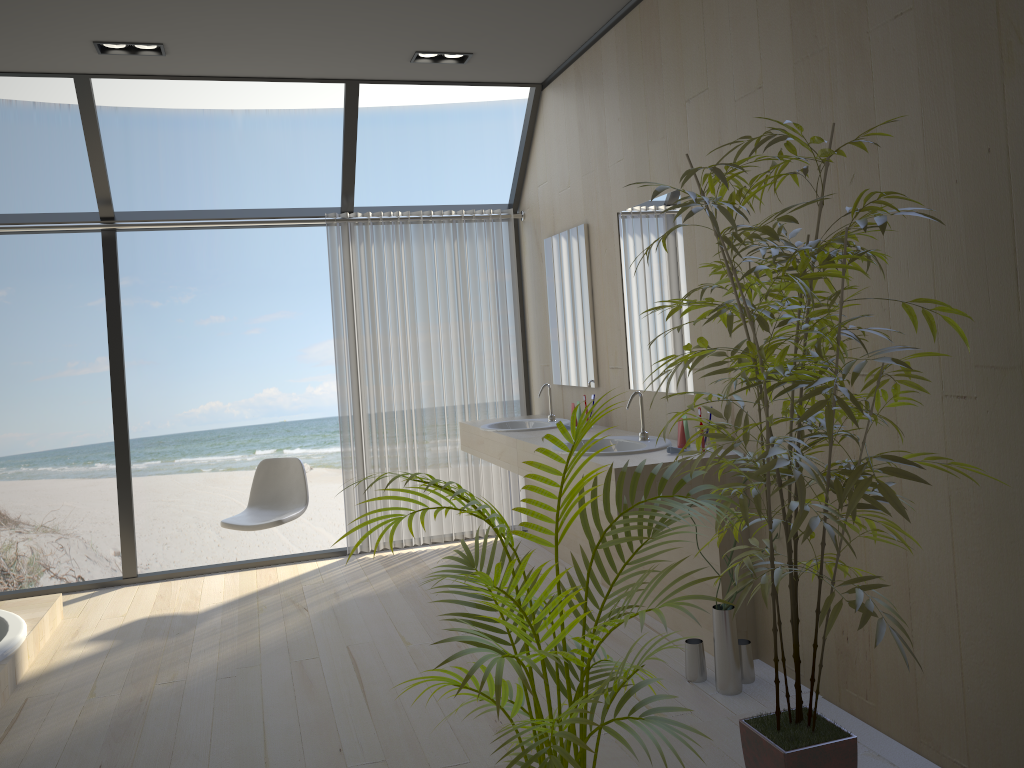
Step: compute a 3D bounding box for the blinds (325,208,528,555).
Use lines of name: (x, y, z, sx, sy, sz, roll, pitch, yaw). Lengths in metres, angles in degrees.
blinds: (-0.503, -0.049, 5.539, 1.184, 2.071, 0.084, -4, -1, -17)

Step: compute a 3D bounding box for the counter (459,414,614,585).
counter: (0.136, 0.625, 4.992, 0.551, 0.791, 1.205, -4, 2, -17)

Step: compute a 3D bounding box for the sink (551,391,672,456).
sink: (0.420, 0.250, 3.795, 0.504, 0.419, 0.573, -4, 2, -13)

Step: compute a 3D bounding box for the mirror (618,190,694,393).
mirror: (0.650, -0.397, 4.009, 0.023, 0.869, 0.653, -4, 1, -17)

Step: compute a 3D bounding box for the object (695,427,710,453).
object: (0.745, 0.218, 3.445, 0.058, 0.100, 0.058, -4, 0, -6)

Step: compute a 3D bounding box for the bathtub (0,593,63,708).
bathtub: (-2.921, 1.231, 3.459, 1.823, 0.698, 1.646, -5, 2, -17)

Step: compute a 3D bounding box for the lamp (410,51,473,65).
lamp: (-0.372, -1.751, 4.615, 0.301, 0.112, 0.164, -5, 2, -17)

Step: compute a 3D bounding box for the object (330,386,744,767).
object: (0.036, 0.580, 1.918, 0.915, 1.157, 0.752, -4, 0, 17)

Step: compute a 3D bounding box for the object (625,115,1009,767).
object: (0.720, 0.234, 2.177, 0.786, 1.757, 0.936, -4, 0, 8)

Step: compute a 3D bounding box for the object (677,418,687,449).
object: (0.673, 0.202, 3.517, 0.039, 0.135, 0.039, -4, 0, 25)

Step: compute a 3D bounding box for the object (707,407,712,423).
object: (0.758, 0.176, 3.443, 0.054, 0.175, 0.012, -4, -1, 8)

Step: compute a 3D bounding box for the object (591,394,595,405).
object: (0.410, 0.142, 4.597, 0.054, 0.175, 0.012, -4, -1, 8)

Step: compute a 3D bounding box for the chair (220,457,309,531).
chair: (-1.354, 0.608, 4.898, 0.369, 0.347, 0.455, -4, 2, 12)

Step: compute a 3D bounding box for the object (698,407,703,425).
object: (0.731, 0.178, 3.418, 0.012, 0.178, 0.050, -4, 0, 23)

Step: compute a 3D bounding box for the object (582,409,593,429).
object: (0.397, 0.184, 4.600, 0.058, 0.100, 0.058, -4, 0, -10)

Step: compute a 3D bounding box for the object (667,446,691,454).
object: (0.654, 0.257, 3.439, 0.104, 0.029, 0.033, -3, 2, 23)

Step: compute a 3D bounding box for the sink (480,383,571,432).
sink: (0.072, 0.216, 4.950, 0.504, 0.419, 0.573, -4, 2, -13)

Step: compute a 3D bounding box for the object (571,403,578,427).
object: (0.325, 0.168, 4.671, 0.039, 0.135, 0.039, -4, 0, 32)

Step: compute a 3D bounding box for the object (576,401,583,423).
object: (0.362, 0.160, 4.779, 0.039, 0.135, 0.039, -4, 0, 32)

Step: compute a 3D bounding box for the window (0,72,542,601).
window: (-2.016, -0.258, 4.889, 4.565, 2.815, 0.744, -4, 0, -17)

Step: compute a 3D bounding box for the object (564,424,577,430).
object: (0.306, 0.222, 4.593, 0.104, 0.029, 0.033, -3, 2, 23)

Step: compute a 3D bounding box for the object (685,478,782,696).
object: (0.807, 0.688, 3.165, 0.407, 0.749, 0.273, -4, 0, -29)

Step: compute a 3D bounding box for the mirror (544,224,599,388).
mirror: (0.325, -0.424, 4.992, 0.023, 0.869, 0.653, -4, 1, -17)

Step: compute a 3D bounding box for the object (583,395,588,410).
object: (0.383, 0.144, 4.572, 0.012, 0.178, 0.050, -4, 0, 23)

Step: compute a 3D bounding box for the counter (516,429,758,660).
counter: (0.483, 0.660, 3.837, 0.551, 0.791, 1.205, -4, 2, -17)

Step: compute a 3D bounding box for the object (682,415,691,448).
object: (0.710, 0.194, 3.625, 0.039, 0.135, 0.039, -4, 0, 25)

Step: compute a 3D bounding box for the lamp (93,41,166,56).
lamp: (-1.805, -1.634, 4.180, 0.301, 0.112, 0.164, -5, 2, -17)
